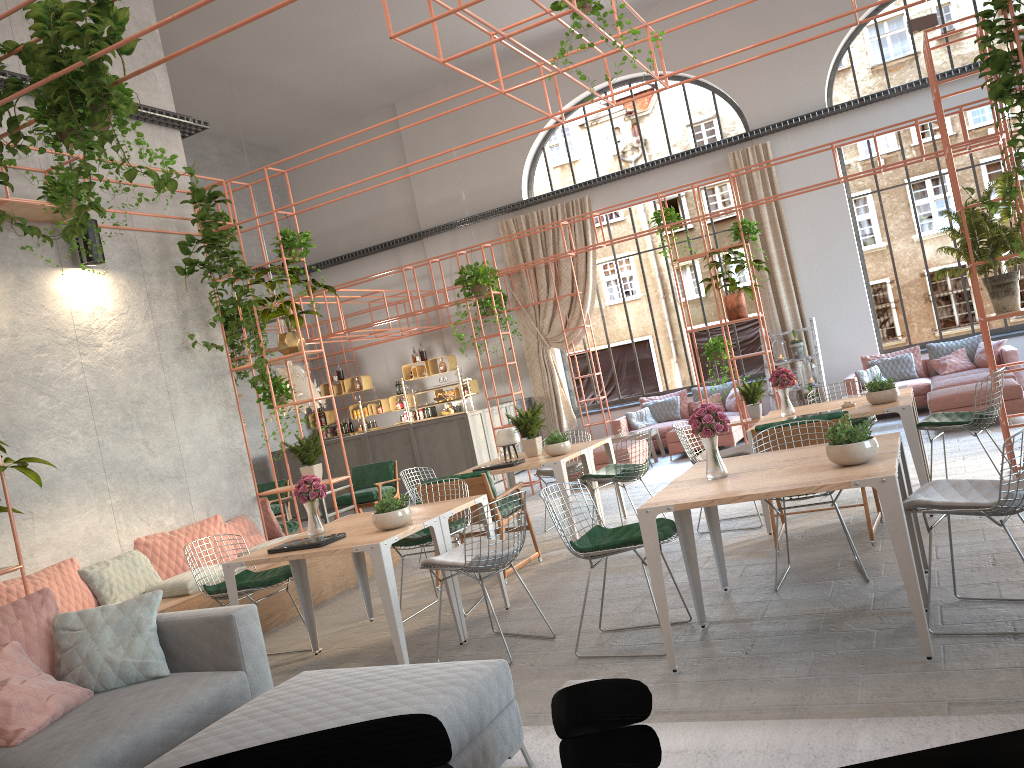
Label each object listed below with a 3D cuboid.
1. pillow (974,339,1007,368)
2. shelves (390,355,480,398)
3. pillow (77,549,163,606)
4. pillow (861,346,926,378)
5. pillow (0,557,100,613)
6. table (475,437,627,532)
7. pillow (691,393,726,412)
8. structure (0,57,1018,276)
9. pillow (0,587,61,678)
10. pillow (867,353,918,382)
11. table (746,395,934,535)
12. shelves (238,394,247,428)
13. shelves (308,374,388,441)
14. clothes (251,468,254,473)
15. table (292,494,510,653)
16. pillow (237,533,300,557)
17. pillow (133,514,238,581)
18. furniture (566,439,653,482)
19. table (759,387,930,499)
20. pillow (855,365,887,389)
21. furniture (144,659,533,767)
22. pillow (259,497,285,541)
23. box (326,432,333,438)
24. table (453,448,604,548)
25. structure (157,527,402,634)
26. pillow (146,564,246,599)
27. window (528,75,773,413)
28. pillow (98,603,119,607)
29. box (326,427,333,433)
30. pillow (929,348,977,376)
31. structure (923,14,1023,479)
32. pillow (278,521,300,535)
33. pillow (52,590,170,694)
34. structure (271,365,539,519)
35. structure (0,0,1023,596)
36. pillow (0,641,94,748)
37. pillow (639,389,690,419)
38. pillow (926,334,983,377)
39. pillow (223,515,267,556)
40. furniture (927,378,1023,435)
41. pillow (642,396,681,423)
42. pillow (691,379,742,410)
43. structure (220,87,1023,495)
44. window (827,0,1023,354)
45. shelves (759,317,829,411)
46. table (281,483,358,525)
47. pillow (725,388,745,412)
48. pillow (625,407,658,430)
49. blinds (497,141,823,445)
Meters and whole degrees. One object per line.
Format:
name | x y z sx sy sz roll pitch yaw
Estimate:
pillow | 6.617 -0.406 12.333 0.308 0.349 0.495 -12 0 -15
shelves | -1.406 0.464 16.506 1.750 1.838 0.328 -12 0 25
pillow | -3.044 1.540 6.962 0.289 0.385 0.666 -12 0 20
pillow | 5.645 -0.254 13.158 0.839 0.474 0.276 -12 0 25
pillow | -3.338 1.553 6.388 0.276 0.474 0.839 -12 0 15
table | 0.393 1.078 8.789 1.214 0.830 0.694 -12 0 25
pillow | 3.105 0.343 14.065 0.479 0.317 0.441 -12 0 6
structure | -0.836 -3.013 8.346 15.203 0.110 15.603 -12 0 25
pillow | -2.217 1.204 3.751 0.273 0.476 0.836 -12 0 25
pillow | 5.578 -0.207 13.028 0.666 0.385 0.289 -12 0 25
table | 2.590 0.636 6.997 1.205 0.830 0.694 -12 0 25
shelves | -4.975 0.429 15.652 0.186 0.790 0.560 -12 0 25
shelves | -3.109 0.818 17.316 1.750 1.838 0.328 -12 0 25
clothes | -4.773 1.526 15.600 0.366 0.997 0.625 -12 0 5
table | -0.772 1.328 6.230 1.214 0.830 0.694 -12 0 25
pillow | -2.103 1.482 8.016 0.491 0.149 0.637 -12 0 26
pillow | -2.771 1.432 7.531 0.839 0.474 0.276 -12 0 -45
furniture | 1.333 1.082 12.324 0.976 0.446 0.941 -12 0 25
table | 2.874 0.574 7.630 1.214 0.830 0.694 -12 0 25
pillow | 5.254 -0.088 12.856 0.500 0.324 0.307 -12 0 -30
furniture | -0.585 1.299 3.015 0.975 0.446 0.941 -12 0 25
pillow | -2.766 1.429 9.043 0.839 0.474 0.276 -12 0 15
box | -3.578 0.998 17.418 0.122 0.093 0.058 -12 0 25
table | 0.109 1.139 8.156 1.205 0.830 0.694 -12 0 25
structure | -4.677 2.323 8.371 5.831 0.500 4.386 -12 0 25
pillow | -2.522 1.572 7.094 0.491 0.149 0.637 -12 0 26
window | 2.404 -2.559 15.565 4.127 5.538 0.089 -12 0 25
pillow | -2.955 1.664 6.143 0.491 0.149 0.637 -12 0 26
box | -3.583 0.904 17.455 0.122 0.093 0.058 -12 0 36
pillow | 6.243 -0.309 12.573 0.479 0.317 0.441 -12 0 6
structure | 3.878 -1.049 7.083 0.424 3.602 0.624 -12 0 25
pillow | -2.649 1.593 9.473 0.637 0.149 0.491 -12 0 26
pillow | -1.784 1.160 3.917 0.495 0.349 0.308 -12 0 -15
structure | -1.934 0.948 16.119 4.057 2.022 2.579 -12 0 25
structure | -2.973 -0.207 7.067 14.096 4.345 4.501 -12 0 24
pillow | -2.016 1.228 3.531 0.441 0.317 0.479 -12 0 6
pillow | 2.508 0.398 14.650 0.839 0.474 0.276 -12 0 25
pillow | 6.445 -0.419 12.766 0.836 0.476 0.273 -12 0 25
pillow | -2.515 1.426 8.124 0.289 0.385 0.666 -12 0 20
furniture | 5.415 0.233 10.383 0.976 0.446 0.941 -12 0 25
pillow | 2.440 0.445 14.520 0.666 0.385 0.289 -12 0 25
pillow | 3.308 0.234 14.258 0.836 0.476 0.273 -12 0 25
structure | 1.670 -0.622 13.239 14.689 4.247 4.157 -12 0 25
window | 7.132 -3.540 13.317 4.126 5.544 0.089 -12 0 25
shelves | 4.386 -0.147 13.755 0.842 1.618 0.856 -12 0 25
table | -2.189 1.649 10.367 0.602 0.798 0.635 -12 0 25
pillow | 3.479 0.246 13.825 0.308 0.349 0.495 -12 0 -15
pillow | 2.117 0.564 14.348 0.500 0.324 0.307 -12 0 -30
blinds | 2.338 -1.280 15.139 4.957 4.389 0.414 -12 0 26
